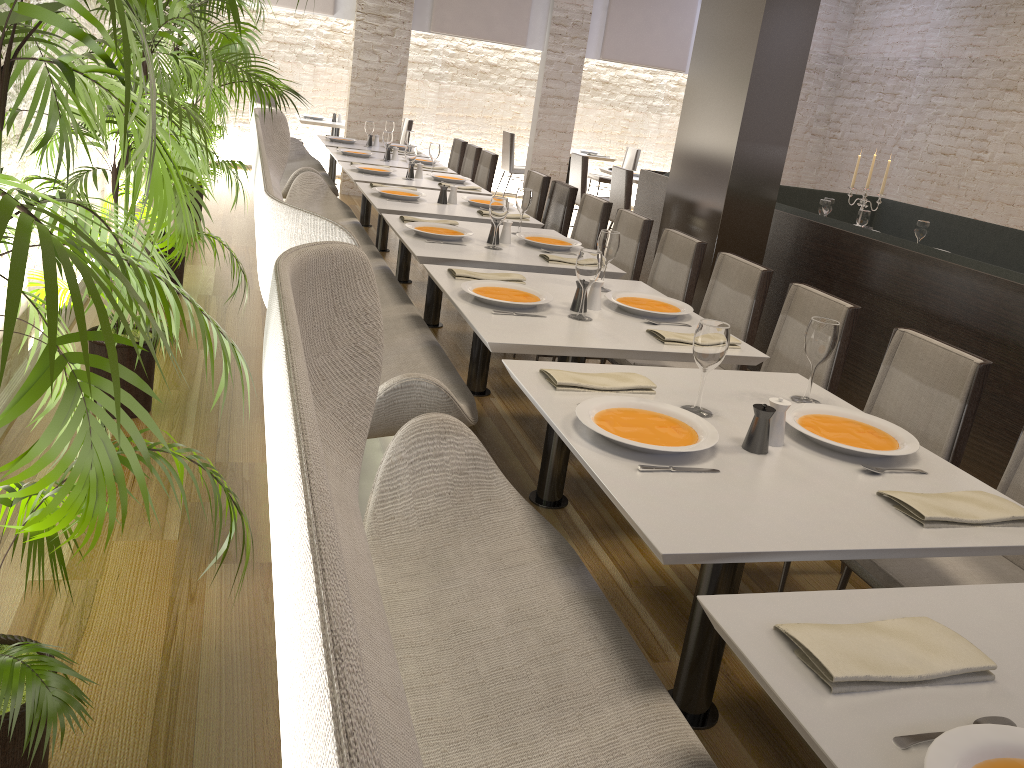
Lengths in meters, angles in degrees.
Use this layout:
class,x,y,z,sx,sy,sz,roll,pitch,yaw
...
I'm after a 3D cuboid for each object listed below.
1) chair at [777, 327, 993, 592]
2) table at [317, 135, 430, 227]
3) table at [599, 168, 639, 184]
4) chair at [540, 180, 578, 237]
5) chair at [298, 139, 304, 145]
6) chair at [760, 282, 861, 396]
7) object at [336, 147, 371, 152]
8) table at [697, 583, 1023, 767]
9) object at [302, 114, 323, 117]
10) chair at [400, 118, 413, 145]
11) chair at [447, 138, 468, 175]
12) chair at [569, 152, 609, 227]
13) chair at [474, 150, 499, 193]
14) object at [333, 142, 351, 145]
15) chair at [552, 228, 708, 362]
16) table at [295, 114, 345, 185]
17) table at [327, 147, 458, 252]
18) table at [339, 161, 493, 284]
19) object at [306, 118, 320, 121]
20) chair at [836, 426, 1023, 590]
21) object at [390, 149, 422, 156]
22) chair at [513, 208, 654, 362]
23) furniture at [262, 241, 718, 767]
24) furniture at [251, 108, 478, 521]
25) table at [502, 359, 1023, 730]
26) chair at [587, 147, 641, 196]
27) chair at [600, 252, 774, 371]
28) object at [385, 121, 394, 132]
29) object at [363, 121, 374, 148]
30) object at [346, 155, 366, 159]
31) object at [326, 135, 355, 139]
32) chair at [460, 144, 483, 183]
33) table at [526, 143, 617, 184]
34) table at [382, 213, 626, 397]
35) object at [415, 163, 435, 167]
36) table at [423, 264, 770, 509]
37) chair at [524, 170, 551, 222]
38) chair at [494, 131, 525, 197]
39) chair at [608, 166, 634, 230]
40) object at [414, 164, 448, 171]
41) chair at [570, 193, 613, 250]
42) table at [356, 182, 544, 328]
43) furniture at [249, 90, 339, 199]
class,x,y,z,sx,sy,sz,roll,pitch,yaw
chair,1.009,0.295,2.726,0.565,0.896,0.417,3,18,-18
table,-1.374,-1.883,8.429,0.935,0.751,1.023,3,19,-18
table,1.477,-1.821,9.482,0.935,0.751,1.023,3,19,-18
chair,0.059,-0.901,5.889,0.565,0.896,0.417,3,18,-18
chair,-2.840,-2.966,10.802,0.565,0.896,0.417,3,18,-18
chair,0.846,0.090,3.268,0.565,0.896,0.417,3,18,-18
object,-1.343,-1.981,7.515,0.272,0.032,0.144,2,19,-18
table,0.813,0.872,1.143,0.935,0.751,1.023,3,19,-18
object,-2.505,-3.367,11.152,0.272,0.032,0.144,2,19,-18
chair,-1.591,-2.917,11.198,0.565,0.896,0.417,3,18,-18
chair,-0.790,-1.971,8.720,0.565,0.896,0.417,3,18,-18
chair,0.863,-1.922,9.291,0.565,0.896,0.417,3,18,-18
chair,-0.479,-1.579,7.682,0.565,0.896,0.417,3,18,-18
object,-1.533,-2.191,8.070,0.185,0.010,0.017,2,19,-18
chair,0.538,-0.298,4.293,0.565,0.896,0.417,3,18,-18
table,-2.224,-2.875,11.026,0.935,0.751,1.023,3,19,-18
table,-1.062,-1.490,7.389,0.935,0.751,1.023,3,19,-18
table,-0.760,-1.109,6.383,0.935,0.751,1.023,3,19,-18
object,-2.383,-3.183,10.667,0.185,0.010,0.017,2,19,-18
chair,1.164,0.490,2.211,0.565,0.896,0.417,3,18,-18
object,-0.970,-2.113,8.070,0.272,0.032,0.144,2,19,-18
chair,0.377,-0.502,4.833,0.565,0.896,0.417,3,18,-18
furniture,0.327,0.949,0.172,0.708,1.085,4.530,3,19,-18
furniture,-0.943,-0.651,4.403,0.708,1.085,4.530,3,19,-18
table,0.503,0.481,2.176,0.935,0.751,1.023,3,19,-18
chair,1.375,-2.801,12.141,0.565,0.896,0.417,3,18,-18
chair,0.693,-0.103,3.779,0.565,0.896,0.417,3,18,-18
object,-1.189,-2.428,8.585,0.086,0.228,0.087,12,17,11
object,-1.308,-2.281,8.094,0.086,0.228,0.087,12,17,11
object,-1.221,-1.798,7.030,0.185,0.010,0.017,2,19,-18
object,-1.655,-2.374,8.555,0.272,0.032,0.144,2,19,-18
chair,-0.632,-1.772,8.193,0.565,0.896,0.417,3,18,-18
table,0.728,-2.760,11.964,0.935,0.751,1.023,3,19,-18
table,-0.133,-0.320,4.296,0.935,0.751,1.023,3,19,-18
object,-0.709,-1.780,7.191,0.181,0.015,0.039,3,19,-16
table,0.185,0.080,3.237,0.935,0.751,1.023,3,19,-18
chair,-0.093,-1.093,6.397,0.565,0.896,0.417,3,18,-18
chair,0.126,-2.850,11.744,0.565,0.896,0.417,3,18,-18
chair,1.173,-1.531,8.256,0.565,0.896,0.417,3,18,-18
object,-0.658,-1.720,7.031,0.272,0.032,0.144,2,19,-18
chair,0.221,-0.698,5.351,0.565,0.896,0.417,3,18,-18
table,-0.454,-0.724,5.364,0.935,0.751,1.023,3,19,-18
furniture,-1.949,-1.918,7.755,0.707,1.085,2.616,3,19,-18
